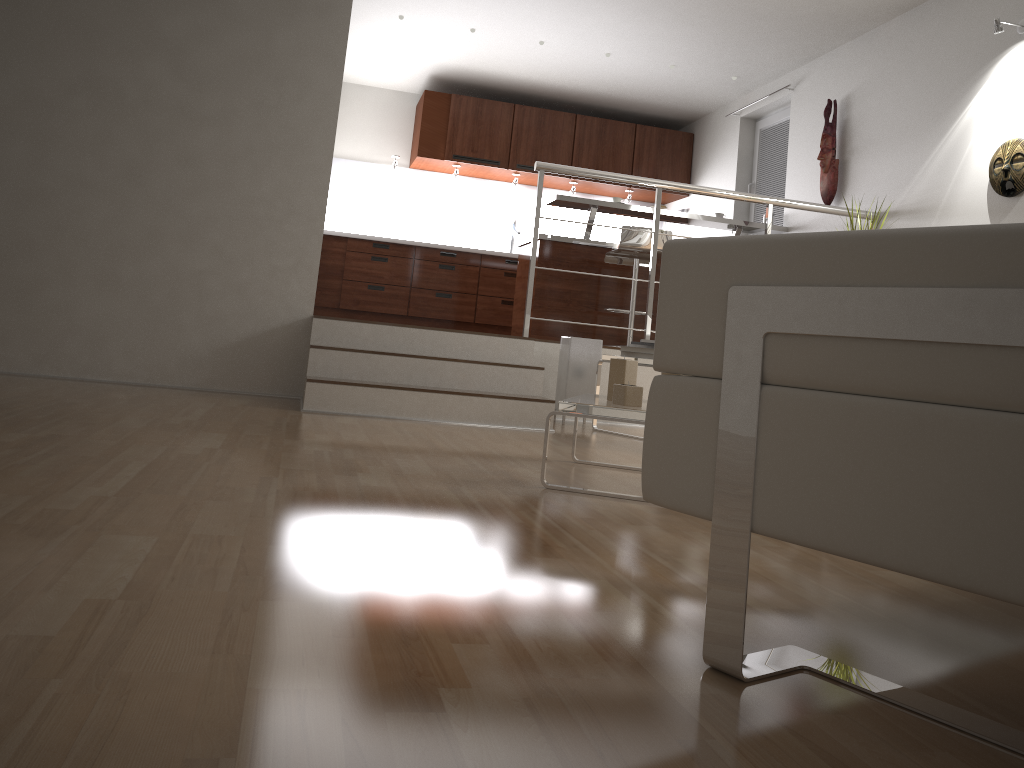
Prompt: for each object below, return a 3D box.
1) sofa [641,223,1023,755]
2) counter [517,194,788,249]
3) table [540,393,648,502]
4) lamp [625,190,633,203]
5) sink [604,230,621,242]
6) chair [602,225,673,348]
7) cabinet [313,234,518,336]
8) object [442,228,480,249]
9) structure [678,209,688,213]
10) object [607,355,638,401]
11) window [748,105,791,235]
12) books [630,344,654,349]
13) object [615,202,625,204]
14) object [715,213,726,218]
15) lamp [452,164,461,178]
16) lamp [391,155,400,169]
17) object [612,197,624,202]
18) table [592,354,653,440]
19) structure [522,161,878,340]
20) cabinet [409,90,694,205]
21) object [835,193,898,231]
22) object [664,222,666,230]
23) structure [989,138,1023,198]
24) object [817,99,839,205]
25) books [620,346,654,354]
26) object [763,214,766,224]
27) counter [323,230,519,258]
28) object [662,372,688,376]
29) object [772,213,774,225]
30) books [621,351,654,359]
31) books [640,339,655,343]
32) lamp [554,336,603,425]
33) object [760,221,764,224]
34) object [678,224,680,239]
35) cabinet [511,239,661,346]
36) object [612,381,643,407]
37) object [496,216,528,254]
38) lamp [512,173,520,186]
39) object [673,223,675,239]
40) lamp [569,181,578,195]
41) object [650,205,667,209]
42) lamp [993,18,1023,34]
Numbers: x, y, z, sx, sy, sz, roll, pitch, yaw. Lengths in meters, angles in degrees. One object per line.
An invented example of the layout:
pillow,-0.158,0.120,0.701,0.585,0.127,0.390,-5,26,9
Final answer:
sofa,1.167,0.075,1.491,1.763,0.749,0.908,5,-1,-38
counter,1.166,-1.159,6.973,2.093,0.322,0.836,5,1,-13
table,0.548,0.206,2.780,0.796,0.252,0.694,6,1,12
lamp,1.156,-1.854,8.655,0.080,0.126,0.079,4,-4,26
sink,1.241,-1.239,8.797,0.669,0.587,0.597,6,-2,-13
chair,0.866,-0.664,6.187,0.387,0.860,0.421,7,-5,-9
cabinet,-0.125,-0.835,8.422,3.487,0.812,0.676,5,-3,-13
object,-0.504,-1.409,8.609,0.368,0.244,0.155,6,-4,-13
structure,1.649,-1.731,8.921,0.048,0.034,0.596,6,2,-14
object,0.360,-0.018,2.848,0.066,0.153,0.067,11,-7,-43
window,2.222,-1.700,7.358,0.141,1.285,0.836,7,-4,-14
books,0.753,-0.191,4.613,0.150,0.015,0.217,4,3,-44
object,0.768,-1.348,6.543,0.129,0.008,0.139,5,2,-11
object,1.608,-1.295,6.773,0.079,0.046,0.066,6,0,24
lamp,-0.527,-2.008,8.270,0.080,0.126,0.079,4,-4,26
lamp,-1.088,-2.059,8.142,0.080,0.126,0.079,4,-4,26
object,0.787,-1.368,6.545,0.079,0.046,0.066,6,0,31
table,0.798,0.077,4.643,0.544,0.406,0.465,6,-2,-38
structure,1.212,-0.699,5.423,2.313,1.068,0.056,6,-6,-13
cabinet,0.401,-2.316,8.698,2.706,0.646,0.647,5,-2,-13
object,1.932,-0.361,4.933,0.502,1.496,0.433,6,-6,0
object,1.571,-1.548,9.033,0.008,0.383,0.033,7,-7,-14
structure,2.622,-1.147,4.631,0.069,0.320,0.315,7,-2,-14
object,2.276,-1.650,6.259,0.151,0.801,0.148,2,-7,31
books,0.751,-0.170,4.611,0.224,0.027,0.288,4,3,-44
object,2.018,-1.289,6.952,0.052,0.111,0.052,8,-6,-29
counter,-0.764,-1.280,8.312,2.093,0.040,0.679,5,2,-13
object,0.492,0.005,2.621,0.066,0.153,0.067,11,-7,-43
object,2.038,-1.286,6.897,0.052,0.113,0.052,9,-6,-29
books,0.748,-0.143,4.608,0.225,0.027,0.288,4,3,-34
books,0.756,-0.220,4.616,0.152,0.015,0.215,6,2,6
lamp,0.370,-0.017,4.900,0.191,0.488,0.197,7,-5,-13
object,1.976,-1.259,6.899,0.051,0.046,0.050,5,-2,34
object,1.646,-1.524,8.686,0.024,0.387,0.070,7,-6,-14
cabinet,0.989,-0.636,6.956,1.840,0.762,0.629,6,-3,-13
object,0.351,0.028,2.651,0.066,0.075,0.067,7,-3,-28
object,0.033,-1.440,8.692,0.328,0.411,0.162,6,-5,-13
lamp,0.034,-1.957,8.399,0.080,0.126,0.079,4,-4,26
object,1.639,-1.538,8.812,0.043,0.370,0.090,7,-6,-14
lamp,0.595,-1.905,8.527,0.080,0.126,0.079,4,-4,26
object,1.136,-1.343,6.718,0.139,0.042,0.129,5,2,-12
lamp,2.656,-1.913,4.678,0.190,0.110,0.079,6,-3,-13
